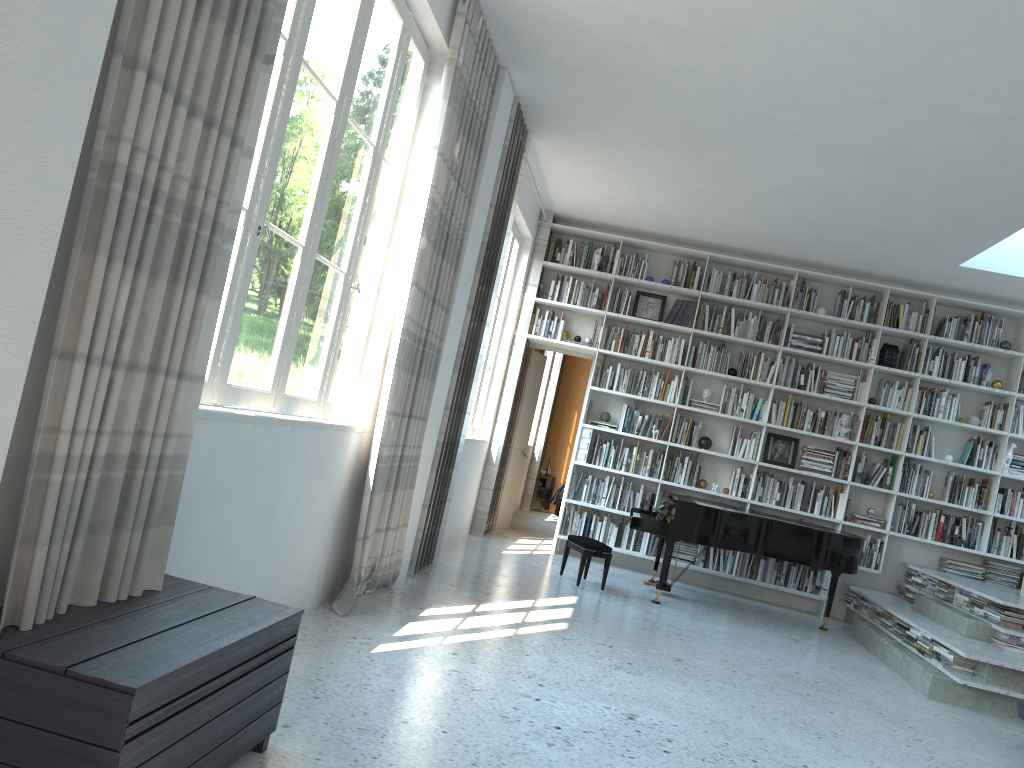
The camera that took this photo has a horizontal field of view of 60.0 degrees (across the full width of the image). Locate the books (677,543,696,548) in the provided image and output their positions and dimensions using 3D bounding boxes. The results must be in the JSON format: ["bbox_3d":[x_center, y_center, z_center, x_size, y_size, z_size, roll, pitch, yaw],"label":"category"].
[{"bbox_3d":[1.638,1.536,8.515,0.254,0.006,0.161,12,-3,8],"label":"books"}]

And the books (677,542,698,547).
[{"bbox_3d":[1.640,1.525,8.516,0.285,0.005,0.159,12,-3,8],"label":"books"}]

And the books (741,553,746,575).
[{"bbox_3d":[2.199,1.652,8.429,0.014,0.340,0.140,12,-2,8],"label":"books"}]

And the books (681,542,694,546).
[{"bbox_3d":[1.641,1.520,8.513,0.254,0.006,0.161,12,-3,9],"label":"books"}]

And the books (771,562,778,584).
[{"bbox_3d":[2.473,1.781,8.384,0.024,0.203,0.144,12,-2,8],"label":"books"}]

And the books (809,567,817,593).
[{"bbox_3d":[2.810,1.840,8.332,0.028,0.227,0.162,12,-2,8],"label":"books"}]

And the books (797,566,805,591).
[{"bbox_3d":[2.715,1.773,8.328,0.013,0.317,0.186,12,-2,8],"label":"books"}]

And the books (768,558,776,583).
[{"bbox_3d":[2.454,1.747,8.390,0.028,0.261,0.132,12,-2,8],"label":"books"}]

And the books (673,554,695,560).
[{"bbox_3d":[1.615,1.641,8.506,0.285,0.007,0.159,12,-3,10],"label":"books"}]

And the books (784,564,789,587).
[{"bbox_3d":[2.590,1.801,8.375,0.040,0.212,0.129,12,-2,8],"label":"books"}]

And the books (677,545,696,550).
[{"bbox_3d":[1.633,1.551,8.505,0.254,0.006,0.161,12,-3,12],"label":"books"}]

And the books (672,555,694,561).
[{"bbox_3d":[1.611,1.654,8.499,0.285,0.007,0.159,12,-3,13],"label":"books"}]

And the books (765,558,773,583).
[{"bbox_3d":[2.423,1.754,8.395,0.030,0.234,0.138,12,-2,8],"label":"books"}]

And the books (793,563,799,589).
[{"bbox_3d":[2.658,1.774,8.342,0.011,0.292,0.184,12,-2,8],"label":"books"}]

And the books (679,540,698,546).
[{"bbox_3d":[1.641,1.514,8.504,0.285,0.005,0.159,12,-3,13],"label":"books"}]

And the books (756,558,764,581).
[{"bbox_3d":[2.335,1.749,8.385,0.028,0.206,0.175,12,-3,8],"label":"books"}]

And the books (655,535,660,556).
[{"bbox_3d":[1.416,1.540,8.533,0.023,0.231,0.164,12,-2,8],"label":"books"}]

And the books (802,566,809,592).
[{"bbox_3d":[2.748,1.811,8.330,0.011,0.258,0.171,12,-2,8],"label":"books"}]

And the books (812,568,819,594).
[{"bbox_3d":[2.831,1.829,8.321,0.012,0.256,0.176,12,-2,8],"label":"books"}]

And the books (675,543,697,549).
[{"bbox_3d":[1.635,1.540,8.504,0.254,0.006,0.161,12,-3,3],"label":"books"}]

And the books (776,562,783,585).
[{"bbox_3d":[2.508,1.783,8.370,0.022,0.212,0.167,12,-2,8],"label":"books"}]

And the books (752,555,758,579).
[{"bbox_3d":[2.299,1.725,8.411,0.012,0.238,0.128,12,-2,8],"label":"books"}]

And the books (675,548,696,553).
[{"bbox_3d":[1.624,1.582,8.509,0.285,0.005,0.159,12,-3,6],"label":"books"}]

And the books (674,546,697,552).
[{"bbox_3d":[1.628,1.567,8.512,0.285,0.005,0.159,12,-3,7],"label":"books"}]

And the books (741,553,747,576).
[{"bbox_3d":[2.203,1.695,8.438,0.010,0.258,0.131,12,-2,8],"label":"books"}]

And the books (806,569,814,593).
[{"bbox_3d":[2.782,1.845,8.323,0.022,0.205,0.191,12,-3,8],"label":"books"}]

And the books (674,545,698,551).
[{"bbox_3d":[1.629,1.555,8.505,0.285,0.005,0.159,12,-3,4],"label":"books"}]

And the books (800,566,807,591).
[{"bbox_3d":[2.729,1.817,8.347,0.028,0.238,0.140,12,-2,8],"label":"books"}]

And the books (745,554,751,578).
[{"bbox_3d":[2.243,1.663,8.415,0.012,0.337,0.144,12,-2,8],"label":"books"}]

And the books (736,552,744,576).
[{"bbox_3d":[2.155,1.685,8.415,0.026,0.256,0.183,12,-2,8],"label":"books"}]

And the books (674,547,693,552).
[{"bbox_3d":[1.625,1.577,8.511,0.254,0.006,0.161,12,-3,7],"label":"books"}]

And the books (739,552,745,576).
[{"bbox_3d":[2.179,1.667,8.414,0.014,0.300,0.184,12,-2,8],"label":"books"}]

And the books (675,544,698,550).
[{"bbox_3d":[1.635,1.546,8.508,0.285,0.005,0.159,12,-3,5],"label":"books"}]

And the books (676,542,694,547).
[{"bbox_3d":[1.639,1.530,8.515,0.254,0.006,0.161,12,-3,8],"label":"books"}]

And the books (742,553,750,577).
[{"bbox_3d":[2.219,1.696,8.426,0.025,0.263,0.145,12,-2,8],"label":"books"}]

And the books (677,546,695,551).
[{"bbox_3d":[1.629,1.561,8.514,0.254,0.006,0.161,12,-3,8],"label":"books"}]

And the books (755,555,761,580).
[{"bbox_3d":[2.325,1.723,8.413,0.012,0.255,0.150,12,-2,8],"label":"books"}]

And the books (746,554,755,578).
[{"bbox_3d":[2.262,1.680,8.412,0.034,0.311,0.170,12,-2,8],"label":"books"}]

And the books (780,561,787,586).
[{"bbox_3d":[2.546,1.752,8.360,0.014,0.288,0.185,12,-2,8],"label":"books"}]

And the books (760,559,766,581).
[{"bbox_3d":[2.366,1.762,8.410,0.030,0.196,0.143,12,-2,8],"label":"books"}]

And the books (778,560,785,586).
[{"bbox_3d":[2.538,1.726,8.361,0.014,0.335,0.183,12,-2,8],"label":"books"}]

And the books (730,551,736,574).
[{"bbox_3d":[2.103,1.685,8.451,0.021,0.237,0.115,12,-2,8],"label":"books"}]

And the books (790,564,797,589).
[{"bbox_3d":[2.630,1.810,8.342,0.029,0.210,0.170,12,-3,8],"label":"books"}]

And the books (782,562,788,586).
[{"bbox_3d":[2.564,1.770,8.372,0.024,0.262,0.131,12,-2,8],"label":"books"}]

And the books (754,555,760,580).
[{"bbox_3d":[2.315,1.710,8.414,0.012,0.276,0.154,12,-2,8],"label":"books"}]

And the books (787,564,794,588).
[{"bbox_3d":[2.610,1.807,8.340,0.010,0.206,0.180,12,-3,8],"label":"books"}]

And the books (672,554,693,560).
[{"bbox_3d":[1.612,1.648,8.502,0.254,0.007,0.161,12,-3,4],"label":"books"}]

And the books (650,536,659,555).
[{"bbox_3d":[1.374,1.556,8.540,0.053,0.184,0.148,12,-3,8],"label":"books"}]

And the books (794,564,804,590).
[{"bbox_3d":[2.679,1.799,8.327,0.044,0.251,0.187,12,-2,8],"label":"books"}]

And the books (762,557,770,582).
[{"bbox_3d":[2.402,1.719,8.397,0.026,0.294,0.155,12,-2,8],"label":"books"}]

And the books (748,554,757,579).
[{"bbox_3d":[2.284,1.718,8.417,0.022,0.246,0.144,12,-2,8],"label":"books"}]

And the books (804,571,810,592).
[{"bbox_3d":[2.759,1.848,8.336,0.024,0.191,0.155,12,-3,8],"label":"books"}]

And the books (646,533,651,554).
[{"bbox_3d":[1.320,1.493,8.560,0.012,0.285,0.159,12,-2,8],"label":"books"}]

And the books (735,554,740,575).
[{"bbox_3d":[2.138,1.692,8.441,0.010,0.237,0.134,12,-2,8],"label":"books"}]

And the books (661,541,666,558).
[{"bbox_3d":[1.473,1.527,8.536,0.027,0.282,0.129,12,-2,8],"label":"books"}]

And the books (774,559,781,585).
[{"bbox_3d":[2.499,1.744,8.370,0.013,0.285,0.185,12,-2,8],"label":"books"}]

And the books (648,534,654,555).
[{"bbox_3d":[1.339,1.541,8.553,0.025,0.198,0.160,12,-3,8],"label":"books"}]

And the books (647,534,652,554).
[{"bbox_3d":[1.326,1.522,8.560,0.012,0.230,0.138,12,-2,8],"label":"books"}]

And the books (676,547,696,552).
[{"bbox_3d":[1.627,1.572,8.512,0.285,0.005,0.159,12,-3,9],"label":"books"}]
